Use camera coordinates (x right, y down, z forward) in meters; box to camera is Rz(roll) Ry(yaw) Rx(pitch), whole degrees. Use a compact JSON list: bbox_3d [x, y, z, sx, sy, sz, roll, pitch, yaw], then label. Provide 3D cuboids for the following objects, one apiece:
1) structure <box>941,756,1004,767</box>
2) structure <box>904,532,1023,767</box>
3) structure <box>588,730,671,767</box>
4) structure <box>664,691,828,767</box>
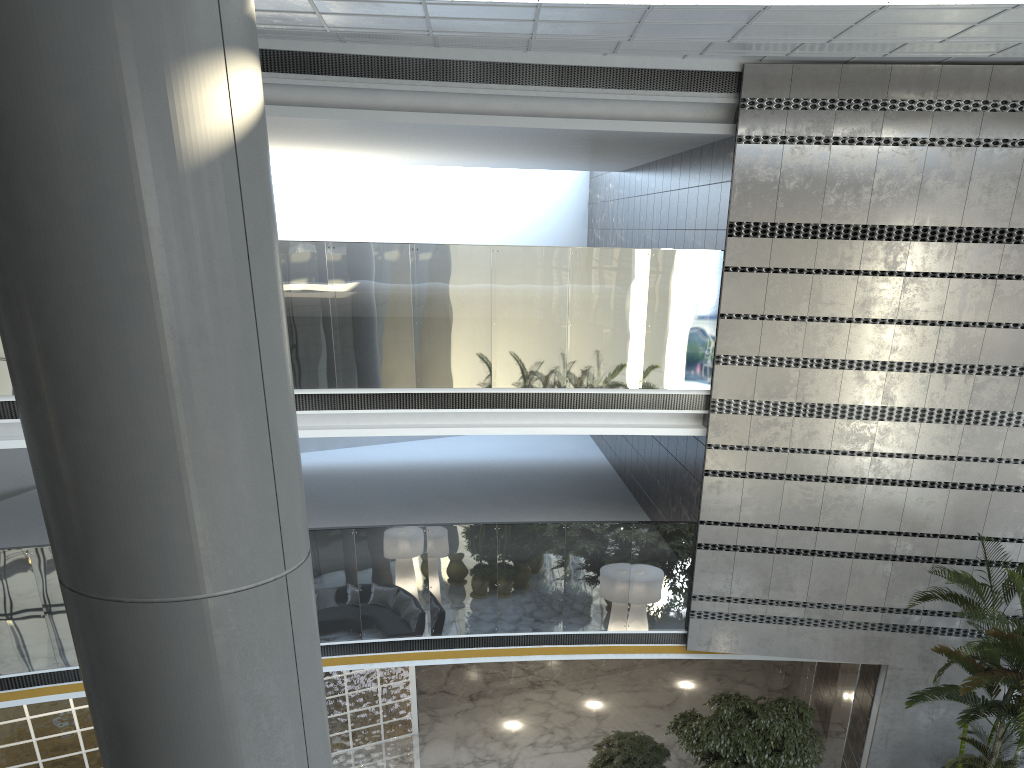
[{"bbox_3d":[6.079,5.469,10.891,1.117,1.701,1.288,-14,23,-36],"label":"structure"},{"bbox_3d":[5.382,4.000,9.494,2.390,5.122,2.343,6,21,16],"label":"structure"},{"bbox_3d":[1.617,5.328,11.701,1.130,1.462,1.133,8,19,22],"label":"structure"},{"bbox_3d":[3.108,5.052,11.463,1.897,2.175,1.587,15,23,38],"label":"structure"}]
